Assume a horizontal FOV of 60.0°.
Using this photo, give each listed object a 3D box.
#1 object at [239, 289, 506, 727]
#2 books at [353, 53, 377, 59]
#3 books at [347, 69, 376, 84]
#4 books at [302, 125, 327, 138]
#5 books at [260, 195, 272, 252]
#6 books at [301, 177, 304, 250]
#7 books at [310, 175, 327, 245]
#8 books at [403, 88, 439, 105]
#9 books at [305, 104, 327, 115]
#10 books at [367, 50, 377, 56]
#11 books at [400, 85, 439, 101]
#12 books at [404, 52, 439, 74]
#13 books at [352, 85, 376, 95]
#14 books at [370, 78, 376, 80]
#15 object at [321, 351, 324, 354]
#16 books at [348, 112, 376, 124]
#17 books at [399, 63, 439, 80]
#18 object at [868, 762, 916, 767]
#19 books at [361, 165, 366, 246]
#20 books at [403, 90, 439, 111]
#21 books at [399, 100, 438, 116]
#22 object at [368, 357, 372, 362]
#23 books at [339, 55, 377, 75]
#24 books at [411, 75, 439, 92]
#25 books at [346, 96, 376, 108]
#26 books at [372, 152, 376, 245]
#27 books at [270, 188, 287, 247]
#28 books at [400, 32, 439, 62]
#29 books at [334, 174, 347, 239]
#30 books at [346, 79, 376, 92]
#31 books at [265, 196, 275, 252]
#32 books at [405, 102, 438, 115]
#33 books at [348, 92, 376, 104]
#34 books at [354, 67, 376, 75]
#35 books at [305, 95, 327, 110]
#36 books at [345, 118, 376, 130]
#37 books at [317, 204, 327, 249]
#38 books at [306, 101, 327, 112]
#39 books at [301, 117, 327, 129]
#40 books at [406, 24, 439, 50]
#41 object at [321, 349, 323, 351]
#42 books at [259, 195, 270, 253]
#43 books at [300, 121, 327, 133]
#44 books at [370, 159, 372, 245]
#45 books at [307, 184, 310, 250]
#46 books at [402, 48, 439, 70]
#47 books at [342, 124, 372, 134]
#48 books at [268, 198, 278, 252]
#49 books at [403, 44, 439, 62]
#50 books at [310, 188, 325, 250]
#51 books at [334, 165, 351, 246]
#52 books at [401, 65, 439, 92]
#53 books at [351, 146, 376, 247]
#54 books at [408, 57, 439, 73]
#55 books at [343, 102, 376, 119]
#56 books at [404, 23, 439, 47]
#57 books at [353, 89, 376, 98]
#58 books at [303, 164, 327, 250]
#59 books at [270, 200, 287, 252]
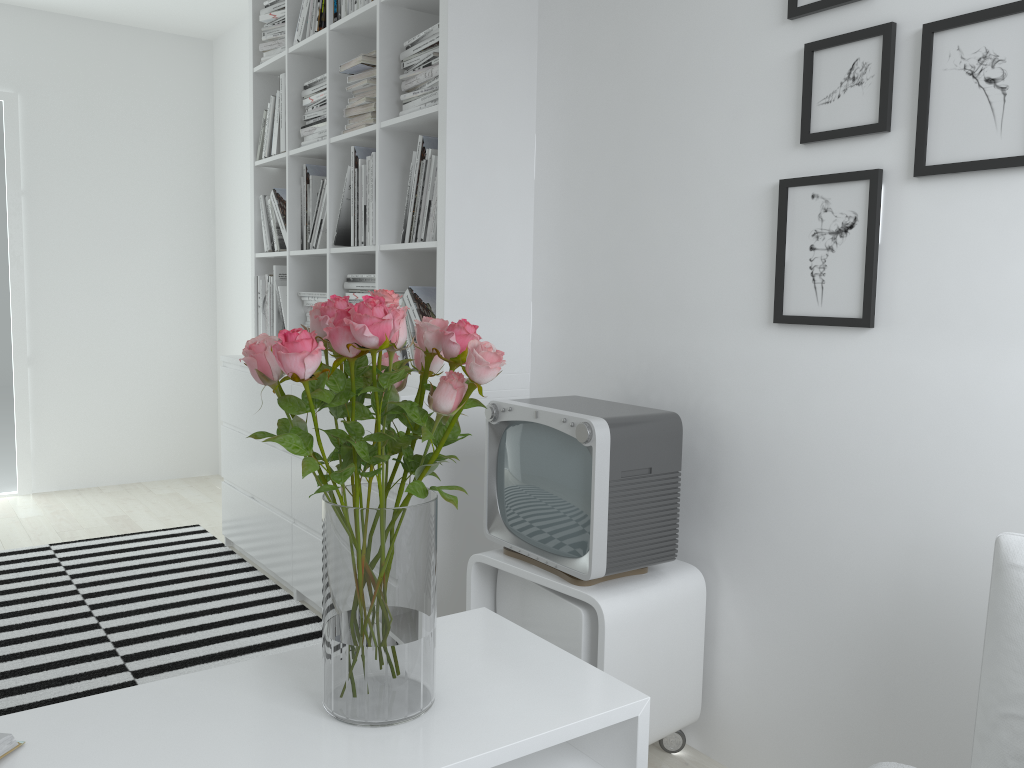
[{"bbox_3d":[-0.209,0.163,1.281,0.350,0.599,0.327,0,6,-15],"label":"object"},{"bbox_3d":[-0.401,-1.073,2.997,0.285,0.012,0.159,-2,7,-30],"label":"books"},{"bbox_3d":[-0.395,-1.018,3.003,0.174,0.021,0.273,7,8,44],"label":"books"},{"bbox_3d":[-0.618,-0.934,3.312,0.232,0.014,0.314,-3,7,-36],"label":"books"},{"bbox_3d":[-0.948,-0.662,3.688,0.172,0.235,0.112,-3,7,-35],"label":"books"},{"bbox_3d":[-0.744,-0.654,3.451,0.159,0.285,0.012,-3,7,-35],"label":"books"},{"bbox_3d":[-0.694,-0.650,3.424,0.182,0.288,0.016,-3,7,-35],"label":"books"},{"bbox_3d":[-0.199,-0.862,2.684,0.161,0.013,0.254,-3,7,-35],"label":"books"},{"bbox_3d":[-0.643,-1.009,3.289,0.161,0.012,0.254,-3,7,-35],"label":"books"},{"bbox_3d":[-0.386,-1.086,3.002,0.254,0.012,0.161,-3,7,-35],"label":"books"},{"bbox_3d":[-0.182,-0.875,2.685,0.182,0.016,0.288,-4,8,-40],"label":"books"},{"bbox_3d":[-0.208,-0.957,2.675,0.161,0.013,0.256,-2,7,-25],"label":"books"},{"bbox_3d":[-0.392,-0.977,3.011,0.161,0.012,0.254,7,8,44],"label":"books"},{"bbox_3d":[-0.384,-1.002,3.017,0.256,0.013,0.161,-2,7,-30],"label":"books"},{"bbox_3d":[-0.659,-0.123,3.378,0.161,0.012,0.254,-3,7,-35],"label":"object"},{"bbox_3d":[-0.395,-0.882,3.013,0.273,0.021,0.174,-3,7,-35],"label":"books"},{"bbox_3d":[-0.201,-0.931,2.670,0.161,0.012,0.254,-4,8,-40],"label":"books"},{"bbox_3d":[0.467,0.645,0.809,0.670,0.291,0.831,-3,7,-36],"label":"object"},{"bbox_3d":[-0.422,-0.589,2.960,0.167,0.263,0.017,-3,7,-35],"label":"books"},{"bbox_3d":[-0.196,-0.843,2.677,0.174,0.021,0.273,-2,7,-30],"label":"books"},{"bbox_3d":[-0.191,-0.824,2.680,0.182,0.016,0.288,-3,7,-35],"label":"books"},{"bbox_3d":[-0.411,-0.091,3.089,0.232,0.014,0.314,-3,7,-36],"label":"object"},{"bbox_3d":[-0.393,-1.052,2.993,0.331,0.025,0.176,-3,7,-35],"label":"books"},{"bbox_3d":[-0.177,-0.890,2.674,0.182,0.016,0.288,-2,7,-25],"label":"books"},{"bbox_3d":[-0.391,-0.927,2.991,0.288,0.016,0.182,-2,7,-30],"label":"books"},{"bbox_3d":[-0.368,-0.590,2.858,0.182,0.288,0.016,-3,7,-35],"label":"books"},{"bbox_3d":[-0.846,-0.656,3.554,0.176,0.255,0.226,-3,7,-35],"label":"books"},{"bbox_3d":[-0.190,-1.003,2.659,0.176,0.025,0.331,-2,7,-30],"label":"books"},{"bbox_3d":[-0.525,-0.604,3.091,0.161,0.235,0.118,-3,7,-35],"label":"books"},{"bbox_3d":[-0.397,-0.989,2.998,0.285,0.012,0.159,-3,7,-35],"label":"books"},{"bbox_3d":[-0.927,-0.657,3.664,0.152,0.232,0.104,-3,7,-35],"label":"books"},{"bbox_3d":[-0.202,-0.808,2.669,0.182,0.016,0.288,-2,7,-30],"label":"books"},{"bbox_3d":[-0.382,-0.944,2.995,0.182,0.016,0.288,7,8,44],"label":"books"},{"bbox_3d":[-0.383,-1.035,3.002,0.254,0.013,0.161,-4,8,-40],"label":"books"},{"bbox_3d":[-0.651,-1.035,3.293,0.161,0.013,0.256,-2,7,-30],"label":"books"},{"bbox_3d":[-0.394,-0.863,3.011,0.288,0.016,0.182,-4,8,-40],"label":"books"},{"bbox_3d":[-0.618,-0.624,3.320,0.182,0.257,0.158,-3,7,-35],"label":"books"},{"bbox_3d":[-0.632,-1.021,3.282,0.159,0.012,0.285,-3,7,-35],"label":"books"},{"bbox_3d":[-0.611,-0.962,3.317,0.251,0.012,0.312,-3,7,-35],"label":"books"},{"bbox_3d":[-0.196,-1.022,2.649,0.159,0.012,0.285,-2,7,-25],"label":"books"},{"bbox_3d":[-0.671,-0.137,3.387,0.159,0.012,0.285,-3,7,-35],"label":"object"},{"bbox_3d":[-0.964,-0.669,3.729,0.172,0.239,0.093,-3,7,-35],"label":"books"},{"bbox_3d":[-0.619,-0.949,3.315,0.232,0.014,0.308,-3,8,-38],"label":"books"},{"bbox_3d":[-0.379,-0.587,2.894,0.174,0.273,0.021,-3,7,-35],"label":"books"},{"bbox_3d":[-0.714,-0.636,3.428,0.161,0.254,0.013,-3,7,-35],"label":"books"},{"bbox_3d":[-0.196,-0.971,2.676,0.167,0.017,0.263,-3,7,-35],"label":"books"},{"bbox_3d":[-0.409,-0.848,3.022,0.288,0.016,0.182,-3,7,-35],"label":"books"},{"bbox_3d":[-0.907,-0.648,3.643,0.161,0.218,0.101,-3,7,-35],"label":"books"},{"bbox_3d":[-0.196,-0.985,2.672,0.161,0.013,0.254,-3,7,-35],"label":"books"},{"bbox_3d":[-0.663,-0.612,3.345,0.161,0.226,0.137,-3,7,-35],"label":"books"},{"bbox_3d":[-0.517,-0.611,3.073,0.159,0.263,0.131,-3,7,-35],"label":"books"},{"bbox_3d":[-0.191,-0.910,2.668,0.180,0.028,0.296,-2,7,-30],"label":"books"},{"bbox_3d":[-0.464,-0.629,3.013,0.176,0.331,0.025,-3,7,-35],"label":"books"},{"bbox_3d":[-0.190,-0.943,2.662,0.159,0.012,0.285,-2,7,-30],"label":"books"},{"bbox_3d":[-0.397,-0.906,3.008,0.180,0.028,0.296,7,8,44],"label":"books"},{"bbox_3d":[-0.200,-1.036,2.663,0.161,0.012,0.254,-2,7,-30],"label":"books"},{"bbox_3d":[-0.382,-0.962,3.010,0.263,0.017,0.167,-4,8,-40],"label":"books"},{"bbox_3d":[-0.724,-0.675,3.439,0.176,0.331,0.025,-3,7,-35],"label":"books"},{"bbox_3d":[-0.889,-0.641,3.609,0.161,0.213,0.118,-3,7,-35],"label":"books"}]
